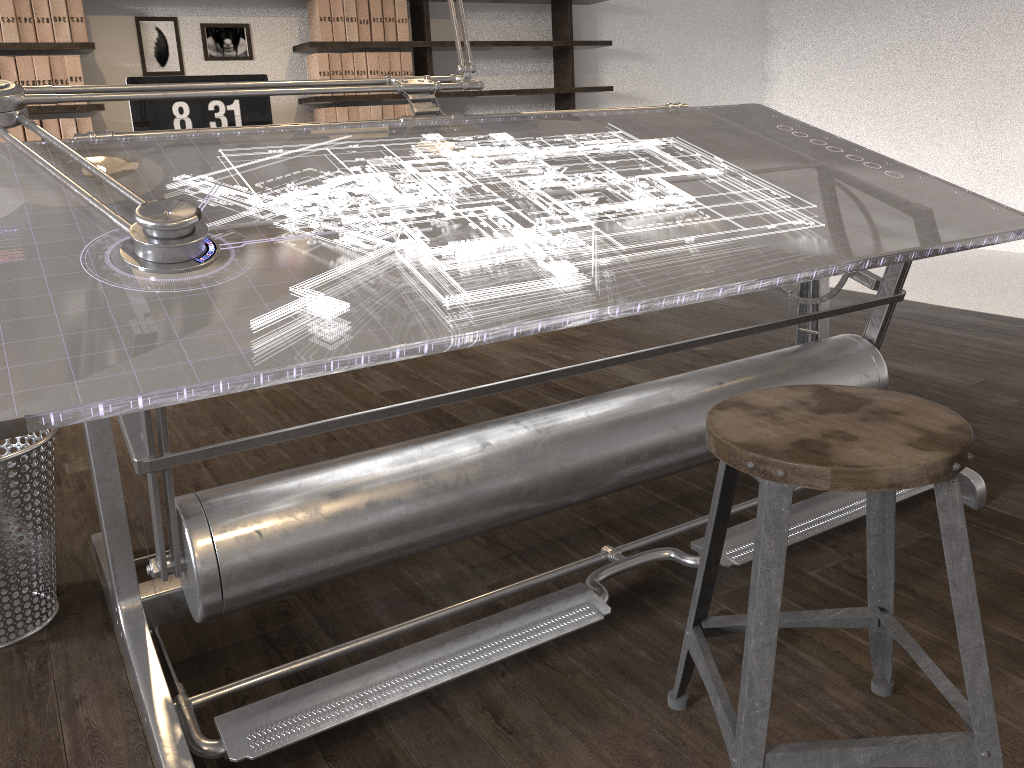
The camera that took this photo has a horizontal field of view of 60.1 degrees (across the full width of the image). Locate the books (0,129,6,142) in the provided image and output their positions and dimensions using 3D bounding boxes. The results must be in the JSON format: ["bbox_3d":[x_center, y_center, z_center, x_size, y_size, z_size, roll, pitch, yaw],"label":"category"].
[{"bbox_3d":[-2.336,-1.083,4.046,0.067,0.223,0.176,-11,17,-29],"label":"books"}]

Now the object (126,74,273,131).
[{"bbox_3d":[-1.474,-1.207,4.246,0.646,0.511,0.206,-12,17,-29],"label":"object"}]

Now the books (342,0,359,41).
[{"bbox_3d":[-0.892,-1.940,4.749,0.067,0.223,0.176,-11,17,-29],"label":"books"}]

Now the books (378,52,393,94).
[{"bbox_3d":[-0.732,-1.709,4.896,0.067,0.223,0.176,-11,17,-29],"label":"books"}]

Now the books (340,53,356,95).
[{"bbox_3d":[-0.914,-1.671,4.800,0.067,0.223,0.176,-11,17,-29],"label":"books"}]

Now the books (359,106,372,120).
[{"bbox_3d":[-0.836,-1.418,4.899,0.067,0.223,0.176,-11,17,-29],"label":"books"}]

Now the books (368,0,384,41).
[{"bbox_3d":[-0.767,-1.968,4.819,0.067,0.223,0.176,-11,17,-29],"label":"books"}]

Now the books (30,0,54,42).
[{"bbox_3d":[-2.148,-1.661,4.039,0.067,0.223,0.176,-11,17,-29],"label":"books"}]

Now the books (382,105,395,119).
[{"bbox_3d":[-0.720,-1.445,4.968,0.067,0.223,0.176,-11,17,-29],"label":"books"}]

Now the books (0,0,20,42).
[{"bbox_3d":[-2.263,-1.633,3.967,0.067,0.223,0.176,-11,17,-29],"label":"books"}]

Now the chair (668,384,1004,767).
[{"bbox_3d":[0.418,0.298,1.181,0.372,0.521,0.363,-3,15,-2],"label":"chair"}]

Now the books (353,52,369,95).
[{"bbox_3d":[-0.853,-1.683,4.831,0.067,0.223,0.176,-11,17,-29],"label":"books"}]

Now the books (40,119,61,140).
[{"bbox_3d":[-2.153,-1.125,4.153,0.067,0.223,0.176,-11,17,-29],"label":"books"}]

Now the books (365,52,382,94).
[{"bbox_3d":[-0.789,-1.696,4.863,0.067,0.223,0.176,-11,17,-29],"label":"books"}]

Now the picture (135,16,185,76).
[{"bbox_3d":[-1.773,-1.699,4.461,0.202,0.281,0.022,-12,17,-30],"label":"picture"}]

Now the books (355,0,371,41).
[{"bbox_3d":[-0.834,-1.955,4.788,0.067,0.223,0.176,-11,17,-29],"label":"books"}]

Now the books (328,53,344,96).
[{"bbox_3d":[-0.973,-1.657,4.765,0.067,0.223,0.176,-11,17,-29],"label":"books"}]

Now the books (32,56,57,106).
[{"bbox_3d":[-2.160,-1.390,4.084,0.067,0.223,0.176,-11,17,-29],"label":"books"}]

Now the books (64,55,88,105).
[{"bbox_3d":[-2.050,-1.415,4.150,0.067,0.223,0.176,-11,17,-29],"label":"books"}]

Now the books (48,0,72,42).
[{"bbox_3d":[-2.085,-1.673,4.070,0.067,0.223,0.176,-11,17,-29],"label":"books"}]

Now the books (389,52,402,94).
[{"bbox_3d":[-0.680,-1.722,4.930,0.067,0.223,0.176,-11,17,-29],"label":"books"}]

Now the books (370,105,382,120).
[{"bbox_3d":[-0.778,-1.431,4.930,0.067,0.223,0.176,-11,17,-29],"label":"books"}]

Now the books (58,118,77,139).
[{"bbox_3d":[-2.090,-1.137,4.184,0.067,0.223,0.176,-11,17,-29],"label":"books"}]

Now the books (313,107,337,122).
[{"bbox_3d":[-1.006,-1.381,4.805,0.067,0.223,0.176,-11,17,-29],"label":"books"}]

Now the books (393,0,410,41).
[{"bbox_3d":[-0.640,-1.997,4.895,0.067,0.223,0.176,-11,17,-29],"label":"books"}]

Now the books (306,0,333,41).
[{"bbox_3d":[-1.016,-1.914,4.683,0.067,0.223,0.176,-11,17,-29],"label":"books"}]

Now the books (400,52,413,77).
[{"bbox_3d":[-0.621,-1.736,4.965,0.067,0.223,0.176,-11,17,-29],"label":"books"}]

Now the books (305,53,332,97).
[{"bbox_3d":[-1.032,-1.642,4.727,0.067,0.223,0.176,-11,17,-29],"label":"books"}]

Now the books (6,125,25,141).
[{"bbox_3d":[-2.281,-1.096,4.081,0.067,0.223,0.176,-11,17,-29],"label":"books"}]

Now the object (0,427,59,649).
[{"bbox_3d":[-1.032,0.290,1.694,0.353,0.373,0.357,-5,16,-8],"label":"object"}]

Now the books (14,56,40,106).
[{"bbox_3d":[-2.220,-1.378,4.056,0.067,0.223,0.176,-11,17,-29],"label":"books"}]

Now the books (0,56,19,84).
[{"bbox_3d":[-2.281,-1.364,4.021,0.067,0.223,0.176,-11,17,-29],"label":"books"}]

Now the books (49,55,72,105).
[{"bbox_3d":[-2.105,-1.404,4.120,0.067,0.223,0.176,-11,17,-29],"label":"books"}]

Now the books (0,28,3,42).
[{"bbox_3d":[-2.323,-1.621,3.938,0.067,0.223,0.176,-11,17,-29],"label":"books"}]

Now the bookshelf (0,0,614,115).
[{"bbox_3d":[-3.361,-0.863,3.563,9.217,3.168,0.376,-12,17,-29],"label":"bookshelf"}]

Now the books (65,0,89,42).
[{"bbox_3d":[-2.026,-1.688,4.109,0.067,0.223,0.176,-11,17,-29],"label":"books"}]

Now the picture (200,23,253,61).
[{"bbox_3d":[-1.487,-1.783,4.618,0.252,0.181,0.023,-12,17,-29],"label":"picture"}]

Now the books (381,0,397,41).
[{"bbox_3d":[-0.706,-1.983,4.860,0.067,0.223,0.176,-11,17,-29],"label":"books"}]

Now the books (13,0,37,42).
[{"bbox_3d":[-2.208,-1.647,4.005,0.067,0.223,0.176,-11,17,-29],"label":"books"}]

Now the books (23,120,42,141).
[{"bbox_3d":[-2.215,-1.109,4.112,0.067,0.223,0.176,-11,17,-29],"label":"books"}]

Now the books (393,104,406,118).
[{"bbox_3d":[-0.661,-1.459,5.003,0.067,0.223,0.176,-11,17,-29],"label":"books"}]

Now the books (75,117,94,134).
[{"bbox_3d":[-2.031,-1.152,4.222,0.067,0.223,0.176,-11,17,-29],"label":"books"}]

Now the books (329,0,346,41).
[{"bbox_3d":[-0.955,-1.927,4.718,0.067,0.223,0.176,-11,17,-29],"label":"books"}]

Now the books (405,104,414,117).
[{"bbox_3d":[-0.602,-1.470,5.029,0.067,0.223,0.176,-11,17,-29],"label":"books"}]

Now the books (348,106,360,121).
[{"bbox_3d":[-0.891,-1.407,4.870,0.067,0.223,0.176,-11,17,-29],"label":"books"}]

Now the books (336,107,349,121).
[{"bbox_3d":[-0.945,-1.393,4.833,0.067,0.223,0.176,-11,17,-29],"label":"books"}]

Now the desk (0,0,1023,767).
[{"bbox_3d":[0.016,-0.334,1.860,2.078,1.370,1.085,-12,18,-29],"label":"desk"}]
